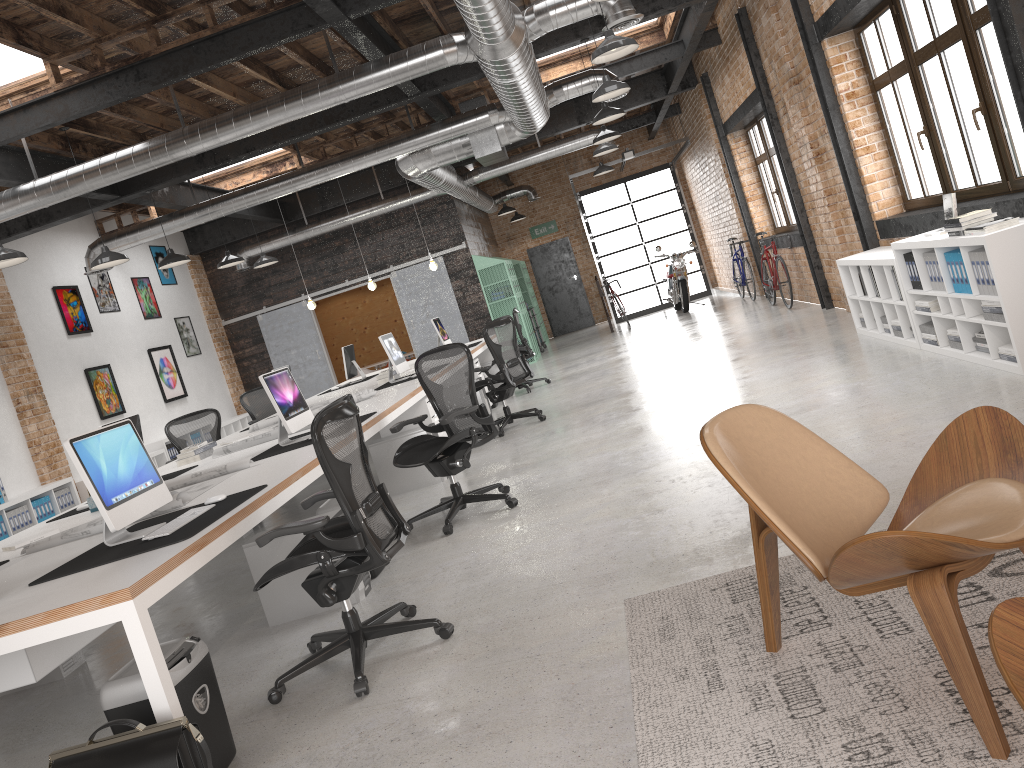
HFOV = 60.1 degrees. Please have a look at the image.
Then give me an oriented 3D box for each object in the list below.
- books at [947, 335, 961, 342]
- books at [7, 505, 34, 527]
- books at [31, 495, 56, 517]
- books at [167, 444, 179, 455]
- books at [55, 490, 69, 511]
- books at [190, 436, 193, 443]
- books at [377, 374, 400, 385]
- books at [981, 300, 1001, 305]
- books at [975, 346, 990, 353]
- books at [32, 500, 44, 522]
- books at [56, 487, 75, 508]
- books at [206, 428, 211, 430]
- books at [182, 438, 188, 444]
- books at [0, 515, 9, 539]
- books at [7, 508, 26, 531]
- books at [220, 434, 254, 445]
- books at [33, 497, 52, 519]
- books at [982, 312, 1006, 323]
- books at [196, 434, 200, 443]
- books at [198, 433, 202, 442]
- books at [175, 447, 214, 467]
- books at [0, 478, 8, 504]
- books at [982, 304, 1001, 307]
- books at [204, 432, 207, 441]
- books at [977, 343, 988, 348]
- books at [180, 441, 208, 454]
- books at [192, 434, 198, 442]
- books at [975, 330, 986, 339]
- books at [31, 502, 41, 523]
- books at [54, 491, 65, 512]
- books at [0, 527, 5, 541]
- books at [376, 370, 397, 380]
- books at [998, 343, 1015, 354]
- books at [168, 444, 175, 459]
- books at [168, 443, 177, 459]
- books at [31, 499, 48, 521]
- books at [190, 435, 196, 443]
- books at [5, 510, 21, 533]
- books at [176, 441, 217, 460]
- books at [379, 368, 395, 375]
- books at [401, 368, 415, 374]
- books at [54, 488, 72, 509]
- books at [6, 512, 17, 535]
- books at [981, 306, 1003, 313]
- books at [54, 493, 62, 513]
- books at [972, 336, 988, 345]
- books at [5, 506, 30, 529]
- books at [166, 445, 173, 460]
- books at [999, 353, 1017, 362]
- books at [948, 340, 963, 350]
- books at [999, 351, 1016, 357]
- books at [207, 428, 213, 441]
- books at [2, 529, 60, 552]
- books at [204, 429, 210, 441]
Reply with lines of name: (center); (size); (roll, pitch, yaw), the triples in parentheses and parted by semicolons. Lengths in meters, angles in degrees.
books: (2.985, -0.332, 5.752); (0.206, 0.067, 0.277); (-17, 6, 7)
books: (-5.066, 1.400, 9.103); (0.231, 0.260, 0.062); (-17, 3, 7)
books: (-5.039, 1.352, 9.483); (0.231, 0.260, 0.062); (-17, 3, 7)
books: (-4.770, 0.970, 12.330); (0.231, 0.260, 0.062); (-17, 3, 7)
books: (-5.027, 1.321, 9.738); (0.231, 0.260, 0.062); (-17, 3, 7)
books: (-4.717, 0.902, 12.826); (0.231, 0.260, 0.062); (-17, 3, 7)
books: (-1.332, -0.057, 9.536); (0.200, 0.050, 0.273); (-17, 6, 4)
books: (2.815, -0.501, 5.013); (0.214, 0.051, 0.253); (-17, 6, 7)
books: (3.000, -0.243, 5.452); (0.183, 0.049, 0.263); (-17, 6, 8)
books: (-5.057, 1.378, 9.290); (0.231, 0.260, 0.062); (-17, 3, 7)
books: (-5.015, 1.304, 9.867); (0.231, 0.260, 0.062); (-17, 3, 7)
books: (-4.658, 0.818, 13.456); (0.231, 0.260, 0.062); (-17, 3, 7)
books: (-4.743, 0.924, 12.690); (0.231, 0.260, 0.062); (-17, 3, 7)
books: (-5.112, 1.453, 8.734); (0.231, 0.260, 0.062); (-17, 3, 7)
books: (-5.078, 1.417, 8.974); (0.231, 0.260, 0.062); (-17, 3, 7)
books: (-2.406, 0.487, 7.737); (0.242, 0.019, 0.207); (-12, 8, 44)
books: (-5.045, 1.360, 9.418); (0.231, 0.260, 0.062); (-17, 3, 7)
books: (2.850, -0.414, 5.036); (0.216, 0.071, 0.291); (-17, 6, 7)
books: (-4.699, 0.876, 13.018); (0.231, 0.260, 0.062); (-17, 3, 7)
books: (-4.693, 0.868, 13.082); (0.231, 0.260, 0.062); (-17, 3, 7)
books: (-2.496, 0.578, 6.979); (0.200, 0.050, 0.273); (-17, 6, 4)
books: (-5.258, 1.117, 8.774); (0.231, 0.320, 0.390); (-17, 5, 7)
books: (2.822, -0.484, 5.018); (0.218, 0.039, 0.261); (-17, 6, 7)
books: (-4.676, 0.843, 13.263); (0.231, 0.260, 0.062); (-17, 3, 7)
books: (2.982, -0.267, 5.438); (0.163, 0.047, 0.240); (-17, 6, 8)
books: (-2.511, 0.499, 6.990); (0.152, 0.030, 0.186); (-17, 6, 5)
books: (-4.705, 0.885, 12.953); (0.231, 0.260, 0.062); (-17, 3, 7)
books: (2.982, -0.328, 5.420); (0.198, 0.054, 0.241); (-17, 6, 8)
books: (-5.063, 1.386, 9.227); (0.231, 0.260, 0.062); (-17, 3, 7)
books: (-5.033, 1.330, 9.674); (0.231, 0.260, 0.062); (-17, 3, 7)
books: (-5.118, 1.462, 8.669); (0.231, 0.260, 0.062); (-17, 3, 7)
books: (-1.323, -0.110, 9.546); (0.192, 0.044, 0.259); (-15, 6, 24)
books: (2.922, -0.225, 5.024); (0.214, 0.046, 0.253); (-17, 6, 7)
books: (-4.782, 0.987, 12.202); (0.231, 0.260, 0.062); (-17, 3, 7)
books: (-4.776, 0.979, 12.266); (0.231, 0.260, 0.062); (-17, 3, 7)
books: (-5.051, 1.369, 9.354); (0.231, 0.260, 0.062); (-17, 3, 7)
books: (-4.711, 0.894, 12.889); (0.231, 0.260, 0.062); (-17, 3, 7)
books: (-5.084, 1.426, 8.909); (0.231, 0.260, 0.062); (-17, 3, 7)
books: (-2.487, 0.524, 6.989); (0.192, 0.044, 0.259); (-15, 6, 24)
books: (-1.347, -0.135, 9.547); (0.152, 0.030, 0.186); (-17, 6, 5)
books: (-1.242, -0.147, 10.294); (0.242, 0.019, 0.207); (-12, 8, 44)
books: (-5.021, 1.313, 9.802); (0.231, 0.260, 0.062); (-17, 3, 7)
books: (-5.090, 1.434, 8.846); (0.231, 0.260, 0.062); (-17, 3, 7)
books: (2.827, -0.459, 5.027); (0.206, 0.067, 0.277); (-17, 6, 7)
books: (-5.039, 1.338, 9.611); (0.231, 0.260, 0.062); (-17, 3, 7)
books: (2.998, -0.302, 5.446); (0.222, 0.055, 0.283); (-17, 6, 8)
books: (-5.072, 1.409, 9.038); (0.231, 0.260, 0.062); (-17, 3, 7)
books: (-4.788, 0.996, 12.137); (0.231, 0.260, 0.062); (-17, 3, 7)
books: (2.935, -0.184, 5.039); (0.206, 0.061, 0.275); (-17, 6, 7)
books: (3.007, -0.287, 5.762); (0.216, 0.071, 0.291); (-17, 6, 7)
books: (2.929, -0.208, 5.029); (0.218, 0.034, 0.261); (-17, 6, 7)
books: (-4.664, 0.826, 13.392); (0.231, 0.260, 0.062); (-17, 3, 7)
books: (-2.647, 0.859, 4.869); (0.199, 0.024, 0.237); (-13, 7, 40)
books: (-4.670, 0.835, 13.327); (0.231, 0.260, 0.062); (-17, 3, 7)
